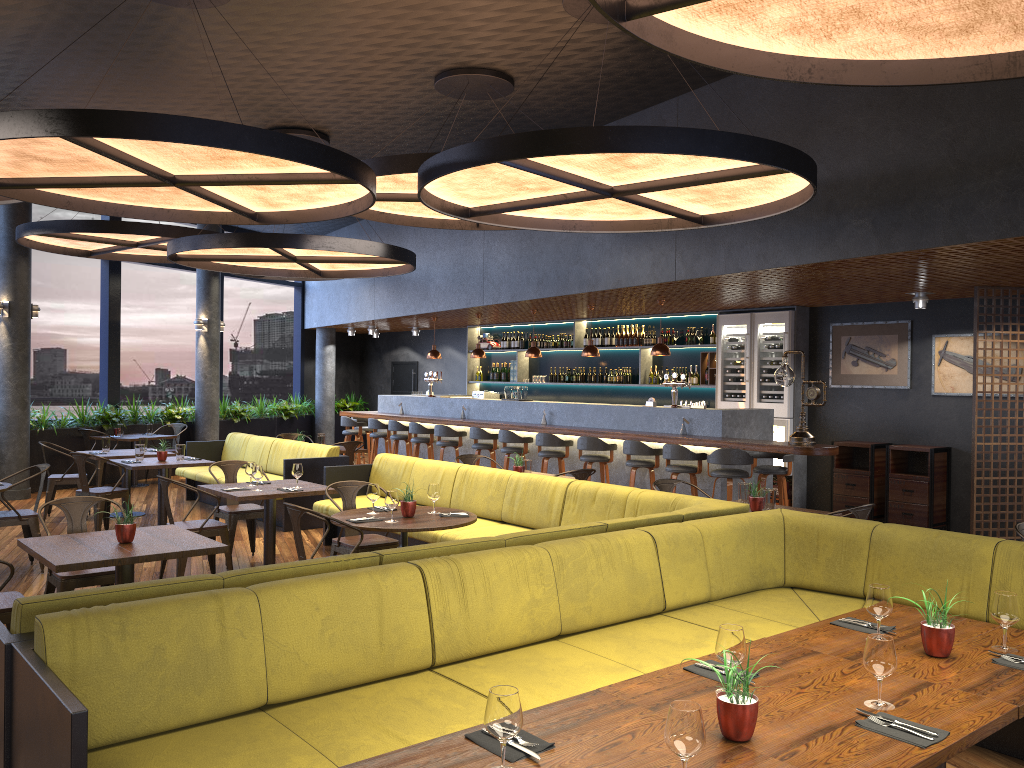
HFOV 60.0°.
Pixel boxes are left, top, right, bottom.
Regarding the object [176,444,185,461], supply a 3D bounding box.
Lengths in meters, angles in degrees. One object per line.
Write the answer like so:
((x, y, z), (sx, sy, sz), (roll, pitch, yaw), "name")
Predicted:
((-3.685, 0.762, 9.856), (0.102, 0.178, 0.102), (1, 0, 16), "object")

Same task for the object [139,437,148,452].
((-4.511, 0.744, 10.849), (0.102, 0.178, 0.102), (1, 0, 26), "object")

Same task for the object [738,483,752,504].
((1.785, 0.853, 6.809), (0.102, 0.178, 0.102), (1, 0, 36), "object")

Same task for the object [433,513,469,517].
((-0.427, 0.912, 6.205), (0.255, 0.019, 0.157), (1, 0, -7), "object")

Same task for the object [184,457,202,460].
((-3.597, 0.841, 9.997), (0.157, 0.019, 0.255), (0, 1, -40), "object")

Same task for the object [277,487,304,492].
((-1.877, 0.884, 7.462), (0.157, 0.019, 0.255), (0, 1, -39), "object")

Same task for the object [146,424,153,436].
((-5.614, 0.710, 13.736), (0.102, 0.178, 0.102), (1, 1, 42), "object")

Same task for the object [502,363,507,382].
((-0.132, -0.211, 16.009), (0.094, 0.340, 0.094), (1, 0, 0), "object")

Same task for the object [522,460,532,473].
((0.143, 0.820, 8.519), (0.102, 0.178, 0.102), (1, 0, 36), "object")

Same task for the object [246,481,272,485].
((-2.244, 0.877, 7.892), (0.157, 0.019, 0.255), (0, 1, -39), "object")

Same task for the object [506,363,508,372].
((-0.115, -0.211, 16.136), (0.094, 0.340, 0.094), (1, 0, -30), "object")

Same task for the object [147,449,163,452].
((-4.423, 0.824, 10.991), (0.157, 0.019, 0.255), (0, 1, -40), "object")

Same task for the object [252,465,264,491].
((-2.126, 0.787, 7.410), (0.097, 0.206, 0.097), (0, 1, -39), "object")

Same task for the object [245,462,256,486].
((-2.272, 0.783, 7.719), (0.097, 0.206, 0.097), (1, 1, 42), "object")

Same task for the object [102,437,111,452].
((-4.926, 0.739, 10.763), (0.102, 0.178, 0.102), (1, 0, 26), "object")

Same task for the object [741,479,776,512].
((1.802, 0.809, 6.573), (0.260, 0.271, 0.238), (0, 0, -38), "object")

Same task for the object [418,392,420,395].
((-1.652, 0.169, 15.807), (0.042, 0.059, 0.042), (0, 1, -42), "object")

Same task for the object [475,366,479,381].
((-0.649, -0.191, 16.719), (0.079, 0.281, 0.079), (1, 0, -21), "object")

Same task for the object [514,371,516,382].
((0.092, -0.131, 15.753), (0.080, 0.192, 0.098), (0, 1, -40), "object")

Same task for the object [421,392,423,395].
((-1.613, 0.170, 15.839), (0.042, 0.059, 0.042), (0, 1, -42), "object")

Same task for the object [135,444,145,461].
((-4.101, 0.757, 9.769), (0.102, 0.178, 0.102), (0, 0, -34), "object")

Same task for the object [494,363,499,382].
((-0.275, -0.214, 16.165), (0.094, 0.340, 0.094), (1, 0, -26), "object")

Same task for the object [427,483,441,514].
((-0.556, 0.815, 6.320), (0.097, 0.206, 0.097), (1, 0, 2), "object")

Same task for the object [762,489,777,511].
((1.869, 0.857, 6.443), (0.102, 0.178, 0.102), (1, 0, 36), "object")

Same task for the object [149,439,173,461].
((-3.850, 0.714, 9.790), (0.238, 0.271, 0.260), (1, 0, -1), "object")

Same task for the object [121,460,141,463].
((-4.129, 0.837, 9.598), (0.157, 0.019, 0.255), (0, 1, -40), "object")

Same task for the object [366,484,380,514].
((-0.978, 0.810, 6.258), (0.097, 0.206, 0.097), (1, 0, -15), "object")

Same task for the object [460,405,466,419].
((-0.739, 0.425, 13.510), (0.114, 0.203, 0.069), (1, 0, 11), "object")

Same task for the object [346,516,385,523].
((-0.973, 0.906, 5.953), (0.255, 0.019, 0.157), (0, 0, -37), "object")

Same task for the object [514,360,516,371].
((0.095, -0.323, 15.752), (0.080, 0.192, 0.098), (0, 1, -40), "object")

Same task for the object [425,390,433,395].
((-1.283, 0.148, 16.170), (0.766, 0.106, 0.200), (0, 1, -40), "object")

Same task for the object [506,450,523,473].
((0.071, 0.772, 8.675), (0.238, 0.271, 0.260), (1, 0, -18), "object")

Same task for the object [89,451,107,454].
((-4.954, 0.820, 10.591), (0.157, 0.019, 0.255), (0, 1, -40), "object")

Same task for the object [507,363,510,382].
((-0.038, -0.210, 16.058), (0.094, 0.340, 0.094), (1, 0, -17), "object")

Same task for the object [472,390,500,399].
((-0.552, 0.392, 16.321), (0.550, 0.569, 0.355), (0, 1, -40), "object")

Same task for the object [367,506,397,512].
((-0.931, 0.904, 6.426), (0.157, 0.019, 0.255), (0, 0, -33), "object")

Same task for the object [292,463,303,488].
((-1.847, 0.790, 7.633), (0.097, 0.206, 0.097), (1, 1, 42), "object")

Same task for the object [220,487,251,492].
((-2.299, 0.879, 7.440), (0.255, 0.019, 0.157), (0, 1, -39), "object")

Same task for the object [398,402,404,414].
((-1.859, 0.401, 14.838), (0.114, 0.203, 0.069), (1, 0, 8), "object")

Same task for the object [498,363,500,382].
((-0.255, -0.214, 16.280), (0.094, 0.340, 0.094), (0, 0, -34), "object")

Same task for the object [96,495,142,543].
((-2.211, 0.767, 5.061), (0.260, 0.271, 0.238), (1, 0, -5), "object")

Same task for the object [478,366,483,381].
((-0.589, -0.189, 16.651), (0.079, 0.281, 0.079), (0, 0, -36), "object")

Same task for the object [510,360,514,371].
((0.032, -0.325, 15.831), (0.080, 0.192, 0.098), (0, 1, -40), "object")

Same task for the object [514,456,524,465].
((0.068, 0.817, 8.899), (0.102, 0.178, 0.102), (1, 0, -4), "object")

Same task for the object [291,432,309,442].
((-2.763, 0.716, 11.560), (0.238, 0.271, 0.260), (0, 0, -35), "object")

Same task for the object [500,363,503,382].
((-0.178, -0.213, 16.211), (0.094, 0.340, 0.094), (1, 0, -17), "object")

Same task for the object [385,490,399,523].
((-0.801, 0.815, 5.917), (0.097, 0.206, 0.097), (1, 0, -1), "object")

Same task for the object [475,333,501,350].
((-0.449, -0.785, 16.469), (0.229, 0.319, 0.579), (0, 1, -40), "object")

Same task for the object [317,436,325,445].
((-2.488, 0.766, 11.563), (0.102, 0.178, 0.102), (1, 0, 36), "object")

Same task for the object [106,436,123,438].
((-5.985, 0.788, 13.326), (0.255, 0.019, 0.157), (1, 0, 26), "object")

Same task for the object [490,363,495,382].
((-0.348, -0.215, 16.232), (0.094, 0.340, 0.094), (1, 0, -17), "object")

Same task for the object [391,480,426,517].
((-0.710, 0.779, 6.126), (0.238, 0.271, 0.260), (1, 0, -18), "object")

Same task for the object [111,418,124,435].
((-6.129, 0.657, 13.749), (0.260, 0.271, 0.238), (0, 0, -38), "object")

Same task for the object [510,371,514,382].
((0.028, -0.132, 15.831), (0.080, 0.192, 0.098), (0, 1, -40), "object")

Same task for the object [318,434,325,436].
((-2.575, 0.762, 11.978), (0.102, 0.178, 0.102), (1, 0, -4), "object")

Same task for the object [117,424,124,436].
((-5.959, 0.707, 13.490), (0.102, 0.178, 0.102), (1, 0, 32), "object")
